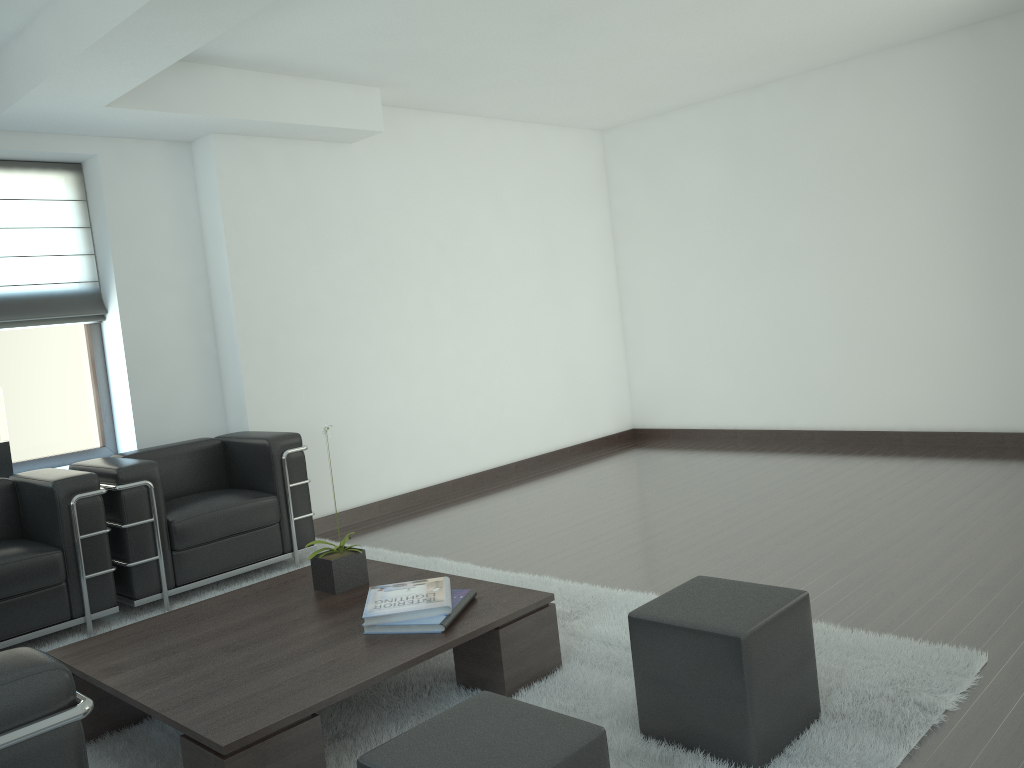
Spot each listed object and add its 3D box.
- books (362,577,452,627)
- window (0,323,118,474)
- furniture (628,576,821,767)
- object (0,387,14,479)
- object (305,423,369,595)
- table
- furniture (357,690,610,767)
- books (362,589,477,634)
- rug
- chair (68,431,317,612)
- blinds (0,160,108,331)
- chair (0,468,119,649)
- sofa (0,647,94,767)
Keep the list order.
[{"bbox_3d":[-0.544,1.140,4.683,0.446,0.045,0.519,-7,4,-5],"label":"books"},{"bbox_3d":[-4.638,-0.537,7.558,0.146,2.728,2.138,-4,4,44],"label":"window"},{"bbox_3d":[0.939,1.240,3.915,0.587,0.578,0.604,-3,5,44],"label":"furniture"},{"bbox_3d":[-4.334,0.430,7.356,0.238,0.775,0.244,-4,4,44],"label":"object"},{"bbox_3d":[-1.080,0.724,5.279,0.252,0.991,0.336,-4,4,44],"label":"object"},{"bbox_3d":[-1.104,1.490,4.732,1.934,0.440,1.926,-2,6,44],"label":"table"},{"bbox_3d":[-0.070,1.435,2.867,0.587,0.578,0.604,-3,5,44],"label":"furniture"},{"bbox_3d":[-0.471,1.182,4.626,0.445,0.045,0.519,-5,5,15],"label":"books"},{"bbox_3d":[-1.628,1.743,4.685,6.246,0.110,5.182,-2,6,44],"label":"rug"},{"bbox_3d":[-2.613,1.090,7.366,1.122,1.169,1.650,-3,5,44],"label":"chair"},{"bbox_3d":[-4.586,-1.164,7.413,0.222,1.474,2.129,-4,5,44],"label":"blinds"},{"bbox_3d":[-3.781,1.315,6.166,1.122,1.169,1.650,-3,5,44],"label":"chair"},{"bbox_3d":[-2.672,1.417,3.252,3.473,1.168,1.126,-2,5,44],"label":"sofa"}]
